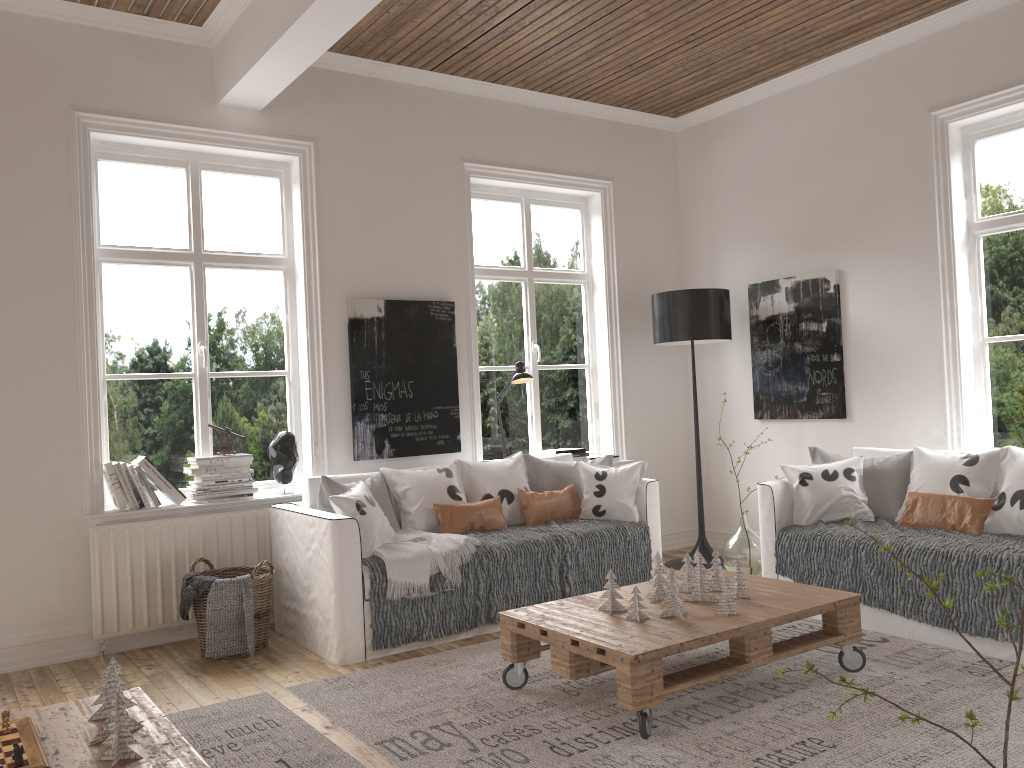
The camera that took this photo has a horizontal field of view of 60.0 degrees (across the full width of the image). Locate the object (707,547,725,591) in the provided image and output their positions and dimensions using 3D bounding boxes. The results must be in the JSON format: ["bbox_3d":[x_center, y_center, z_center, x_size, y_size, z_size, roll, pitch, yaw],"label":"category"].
[{"bbox_3d":[0.839,0.757,3.638,0.090,0.176,0.090,-3,-1,18],"label":"object"}]

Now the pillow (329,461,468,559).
[{"bbox_3d":[-0.573,0.640,4.476,0.417,0.414,1.020,-3,-1,38],"label":"pillow"}]

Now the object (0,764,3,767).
[{"bbox_3d":[-1.175,0.856,2.021,0.026,0.044,0.026,-3,-1,11],"label":"object"}]

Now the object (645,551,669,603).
[{"bbox_3d":[0.583,0.758,3.522,0.112,0.193,0.106,-3,-1,-6],"label":"object"}]

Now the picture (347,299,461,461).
[{"bbox_3d":[-0.618,-0.033,5.159,0.680,0.908,0.041,-2,-1,-34],"label":"picture"}]

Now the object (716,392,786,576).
[{"bbox_3d":[1.486,0.597,5.333,0.515,1.117,0.275,-2,-1,-18],"label":"object"}]

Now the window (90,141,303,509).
[{"bbox_3d":[-1.647,-0.301,4.701,1.055,1.872,0.120,-2,-1,-34],"label":"window"}]

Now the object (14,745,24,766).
[{"bbox_3d":[-1.136,0.856,2.044,0.019,0.040,0.019,-3,-1,0],"label":"object"}]

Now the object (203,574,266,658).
[{"bbox_3d":[-1.305,1.050,4.125,0.290,0.356,0.349,-3,-1,-5],"label":"object"}]

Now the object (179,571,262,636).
[{"bbox_3d":[-1.364,1.036,4.120,0.367,0.332,0.303,-2,-1,-43],"label":"object"}]

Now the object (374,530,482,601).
[{"bbox_3d":[-0.471,0.842,4.376,0.588,0.255,0.729,-2,-1,-30],"label":"object"}]

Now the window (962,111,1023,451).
[{"bbox_3d":[2.831,-0.511,4.474,0.120,1.872,1.055,-2,-1,-34],"label":"window"}]

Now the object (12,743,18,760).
[{"bbox_3d":[-1.163,0.859,2.079,0.017,0.037,0.017,-2,-1,-15],"label":"object"}]

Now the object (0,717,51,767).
[{"bbox_3d":[-1.350,0.905,2.084,0.429,0.036,0.429,-2,-1,-34],"label":"object"}]

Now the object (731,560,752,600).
[{"bbox_3d":[0.893,0.766,3.493,0.075,0.147,0.075,-3,-1,-2],"label":"object"}]

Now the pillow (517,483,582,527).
[{"bbox_3d":[0.222,0.674,4.913,0.414,0.235,0.117,-2,-1,-35],"label":"pillow"}]

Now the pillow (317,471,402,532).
[{"bbox_3d":[-0.778,0.648,4.438,0.282,0.431,0.541,-3,-1,30],"label":"pillow"}]

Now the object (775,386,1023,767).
[{"bbox_3d":[0.729,0.569,1.584,0.515,1.117,0.275,-3,-1,22],"label":"object"}]

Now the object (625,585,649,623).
[{"bbox_3d":[0.452,0.794,3.228,0.068,0.124,0.072,-3,-1,40],"label":"object"}]

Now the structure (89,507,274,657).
[{"bbox_3d":[-1.466,1.059,4.501,1.223,0.829,0.095,-2,-1,-34],"label":"structure"}]

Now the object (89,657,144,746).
[{"bbox_3d":[-1.024,0.806,2.293,0.111,0.204,0.118,-2,-1,-11],"label":"object"}]

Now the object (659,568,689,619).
[{"bbox_3d":[0.588,0.761,3.257,0.097,0.178,0.103,-3,-1,19],"label":"object"}]

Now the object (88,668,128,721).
[{"bbox_3d":[-1.110,0.846,2.436,0.079,0.137,0.075,-3,-1,14],"label":"object"}]

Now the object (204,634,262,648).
[{"bbox_3d":[-1.306,1.151,4.172,0.280,0.186,0.291,-3,-1,41],"label":"object"}]

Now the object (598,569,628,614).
[{"bbox_3d":[0.382,0.781,3.369,0.088,0.161,0.093,-2,-1,-25],"label":"object"}]

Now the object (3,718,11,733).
[{"bbox_3d":[-1.286,0.869,2.259,0.017,0.037,0.017,-2,-1,-15],"label":"object"}]

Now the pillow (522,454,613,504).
[{"bbox_3d":[0.327,0.612,5.146,0.546,0.437,0.292,-3,-1,-1],"label":"pillow"}]

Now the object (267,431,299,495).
[{"bbox_3d":[-1.233,0.423,4.779,0.171,0.340,0.177,-3,-1,2],"label":"object"}]

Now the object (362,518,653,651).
[{"bbox_3d":[-0.094,0.964,4.613,1.680,0.423,0.651,-2,-1,-34],"label":"object"}]

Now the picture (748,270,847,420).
[{"bbox_3d":[1.809,-0.229,5.671,0.041,0.908,0.680,-2,-1,-34],"label":"picture"}]

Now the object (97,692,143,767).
[{"bbox_3d":[-0.945,0.822,2.132,0.082,0.160,0.082,-4,-1,45],"label":"object"}]

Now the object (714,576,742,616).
[{"bbox_3d":[0.785,0.770,3.238,0.073,0.142,0.072,-2,-1,-27],"label":"object"}]

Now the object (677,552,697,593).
[{"bbox_3d":[0.723,0.768,3.627,0.090,0.164,0.095,-2,-1,-27],"label":"object"}]

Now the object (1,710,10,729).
[{"bbox_3d":[-1.311,0.869,2.296,0.019,0.040,0.019,-3,-1,0],"label":"object"}]

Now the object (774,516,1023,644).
[{"bbox_3d":[2.028,0.812,3.873,0.656,0.390,1.704,-2,-1,-34],"label":"object"}]

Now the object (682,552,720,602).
[{"bbox_3d":[0.735,0.749,3.454,0.113,0.195,0.107,-2,-1,-27],"label":"object"}]

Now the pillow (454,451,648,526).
[{"bbox_3d":[0.215,0.604,4.980,1.081,0.450,0.403,-2,-1,-10],"label":"pillow"}]

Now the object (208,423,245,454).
[{"bbox_3d":[-1.483,0.281,4.617,0.177,0.161,0.092,-3,-1,24],"label":"object"}]

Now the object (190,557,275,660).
[{"bbox_3d":[-1.311,1.039,4.169,0.393,0.432,0.393,-2,-1,-12],"label":"object"}]

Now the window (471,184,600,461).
[{"bbox_3d":[0.145,-0.363,5.917,1.055,1.872,0.120,-2,-1,-34],"label":"window"}]
